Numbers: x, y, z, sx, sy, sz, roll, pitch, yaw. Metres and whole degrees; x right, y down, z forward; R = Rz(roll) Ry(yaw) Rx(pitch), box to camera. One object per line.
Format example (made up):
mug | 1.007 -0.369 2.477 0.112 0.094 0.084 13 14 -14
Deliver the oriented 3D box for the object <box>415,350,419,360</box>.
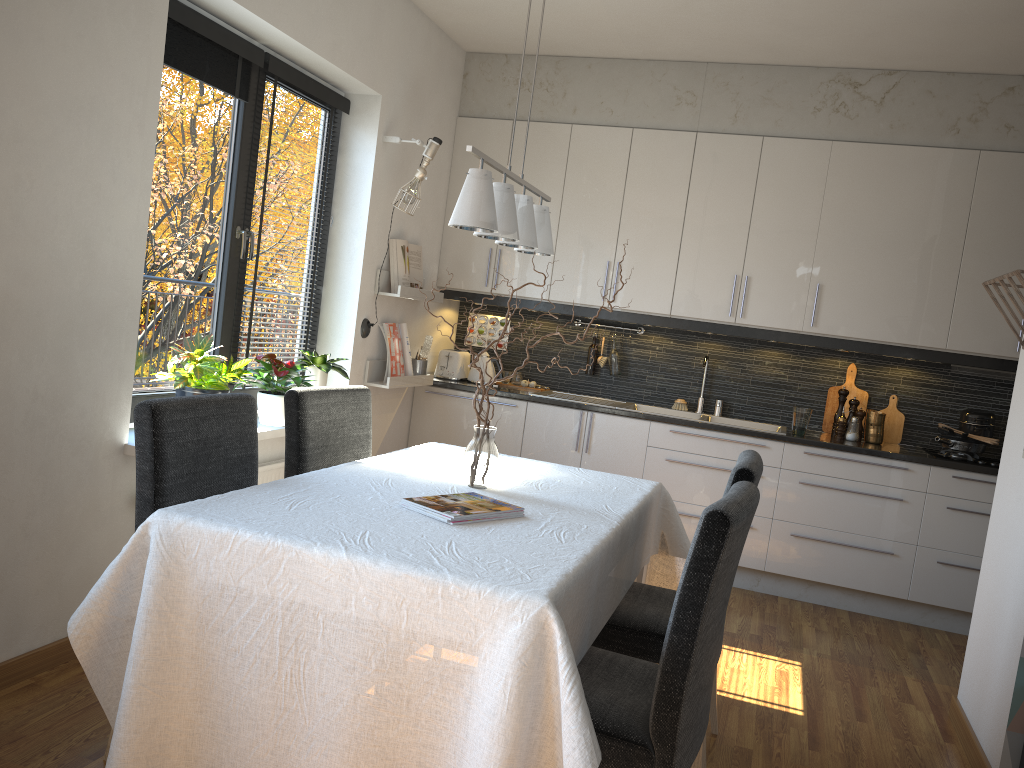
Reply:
object | -0.561 -0.123 5.089 0.007 0.161 0.086 9 5 18

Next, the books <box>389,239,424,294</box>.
books | -0.555 -0.618 4.806 0.109 0.299 0.364 9 5 17

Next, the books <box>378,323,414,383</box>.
books | -0.622 -0.167 4.797 0.138 0.331 0.283 9 5 14

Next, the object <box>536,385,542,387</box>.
object | 0.116 0.007 5.517 0.173 0.019 0.021 11 6 39

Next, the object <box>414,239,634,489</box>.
object | -0.013 -0.069 2.658 0.615 0.786 0.402 7 5 -9

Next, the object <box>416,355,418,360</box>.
object | -0.554 -0.104 5.037 0.007 0.159 0.089 5 5 -23

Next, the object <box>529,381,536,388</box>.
object | 0.127 0.004 5.432 0.043 0.043 0.044 9 5 14

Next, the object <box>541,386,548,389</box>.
object | 0.141 0.009 5.536 0.024 0.017 0.248 4 6 -38

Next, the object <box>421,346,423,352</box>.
object | -0.534 -0.123 5.094 0.014 0.193 0.043 10 6 27

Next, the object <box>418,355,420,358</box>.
object | -0.545 -0.122 5.100 0.077 0.190 0.014 3 6 -40

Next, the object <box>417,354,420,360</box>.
object | -0.551 -0.118 5.101 0.007 0.166 0.065 12 6 39

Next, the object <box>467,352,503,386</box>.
object | -0.166 -0.096 5.366 0.178 0.236 0.204 4 6 -37

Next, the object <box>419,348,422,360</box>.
object | -0.531 -0.118 5.053 0.020 0.201 0.007 11 6 38

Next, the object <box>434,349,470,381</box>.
object | -0.360 -0.112 5.433 0.175 0.192 0.253 9 5 17

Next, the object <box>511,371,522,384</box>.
object | 0.025 -0.036 5.546 0.071 0.076 0.071 9 5 17

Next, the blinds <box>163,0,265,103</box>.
blinds | -1.153 -1.248 3.306 0.049 0.230 0.710 9 5 17

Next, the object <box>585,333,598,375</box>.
object | 0.497 -0.186 5.464 0.060 0.257 0.060 11 6 38

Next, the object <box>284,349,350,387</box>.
object | -0.935 -0.002 4.198 0.354 0.316 0.292 8 5 8

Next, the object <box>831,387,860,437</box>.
object | 1.847 0.159 4.897 0.123 0.283 0.061 9 5 17

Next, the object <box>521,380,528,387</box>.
object | 0.077 -0.002 5.422 0.045 0.045 0.046 9 5 20

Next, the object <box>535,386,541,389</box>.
object | 0.117 0.009 5.531 0.024 0.015 0.248 5 5 -28

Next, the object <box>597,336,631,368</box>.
object | 0.623 -0.193 5.424 0.188 0.204 0.072 8 5 4

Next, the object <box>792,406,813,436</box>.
object | 1.547 0.201 4.754 0.102 0.146 0.102 9 5 17

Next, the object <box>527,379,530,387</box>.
object | 0.099 -0.007 5.477 0.044 0.050 0.043 5 5 -30

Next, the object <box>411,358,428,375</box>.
object | -0.540 -0.078 5.066 0.103 0.124 0.103 9 5 14

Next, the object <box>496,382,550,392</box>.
object | 0.052 0.015 5.507 0.335 0.012 0.213 9 4 18

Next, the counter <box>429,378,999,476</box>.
counter | 1.504 0.353 4.903 4.247 0.192 0.622 9 4 17

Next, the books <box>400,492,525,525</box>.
books | -0.127 0.325 2.338 0.204 0.022 0.278 11 6 43

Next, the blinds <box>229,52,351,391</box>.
blinds | -1.009 -0.682 4.071 0.049 1.424 0.710 9 5 17

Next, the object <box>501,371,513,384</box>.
object | -0.037 -0.039 5.473 0.071 0.076 0.071 8 5 9

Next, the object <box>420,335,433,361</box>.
object | -0.492 -0.148 5.076 0.060 0.268 0.119 8 5 8

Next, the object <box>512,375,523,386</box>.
object | 0.034 -0.023 5.473 0.065 0.064 0.065 9 5 17

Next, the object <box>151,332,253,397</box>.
object | -1.168 -0.004 3.347 0.299 0.385 0.333 10 6 32

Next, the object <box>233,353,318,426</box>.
object | -1.003 0.022 3.803 0.371 0.309 0.379 7 5 -9

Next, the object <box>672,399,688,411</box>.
object | 1.005 0.123 5.291 0.097 0.065 0.099 8 5 8

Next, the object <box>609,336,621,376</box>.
object | 0.636 -0.170 5.406 0.093 0.243 0.073 7 5 -10

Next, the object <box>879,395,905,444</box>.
object | 2.132 0.196 4.995 0.146 0.274 0.043 9 5 17

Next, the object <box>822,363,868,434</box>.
object | 1.915 0.087 5.065 0.219 0.420 0.029 9 5 17

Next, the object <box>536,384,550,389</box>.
object | 0.157 0.006 5.554 0.173 0.026 0.021 10 5 26
